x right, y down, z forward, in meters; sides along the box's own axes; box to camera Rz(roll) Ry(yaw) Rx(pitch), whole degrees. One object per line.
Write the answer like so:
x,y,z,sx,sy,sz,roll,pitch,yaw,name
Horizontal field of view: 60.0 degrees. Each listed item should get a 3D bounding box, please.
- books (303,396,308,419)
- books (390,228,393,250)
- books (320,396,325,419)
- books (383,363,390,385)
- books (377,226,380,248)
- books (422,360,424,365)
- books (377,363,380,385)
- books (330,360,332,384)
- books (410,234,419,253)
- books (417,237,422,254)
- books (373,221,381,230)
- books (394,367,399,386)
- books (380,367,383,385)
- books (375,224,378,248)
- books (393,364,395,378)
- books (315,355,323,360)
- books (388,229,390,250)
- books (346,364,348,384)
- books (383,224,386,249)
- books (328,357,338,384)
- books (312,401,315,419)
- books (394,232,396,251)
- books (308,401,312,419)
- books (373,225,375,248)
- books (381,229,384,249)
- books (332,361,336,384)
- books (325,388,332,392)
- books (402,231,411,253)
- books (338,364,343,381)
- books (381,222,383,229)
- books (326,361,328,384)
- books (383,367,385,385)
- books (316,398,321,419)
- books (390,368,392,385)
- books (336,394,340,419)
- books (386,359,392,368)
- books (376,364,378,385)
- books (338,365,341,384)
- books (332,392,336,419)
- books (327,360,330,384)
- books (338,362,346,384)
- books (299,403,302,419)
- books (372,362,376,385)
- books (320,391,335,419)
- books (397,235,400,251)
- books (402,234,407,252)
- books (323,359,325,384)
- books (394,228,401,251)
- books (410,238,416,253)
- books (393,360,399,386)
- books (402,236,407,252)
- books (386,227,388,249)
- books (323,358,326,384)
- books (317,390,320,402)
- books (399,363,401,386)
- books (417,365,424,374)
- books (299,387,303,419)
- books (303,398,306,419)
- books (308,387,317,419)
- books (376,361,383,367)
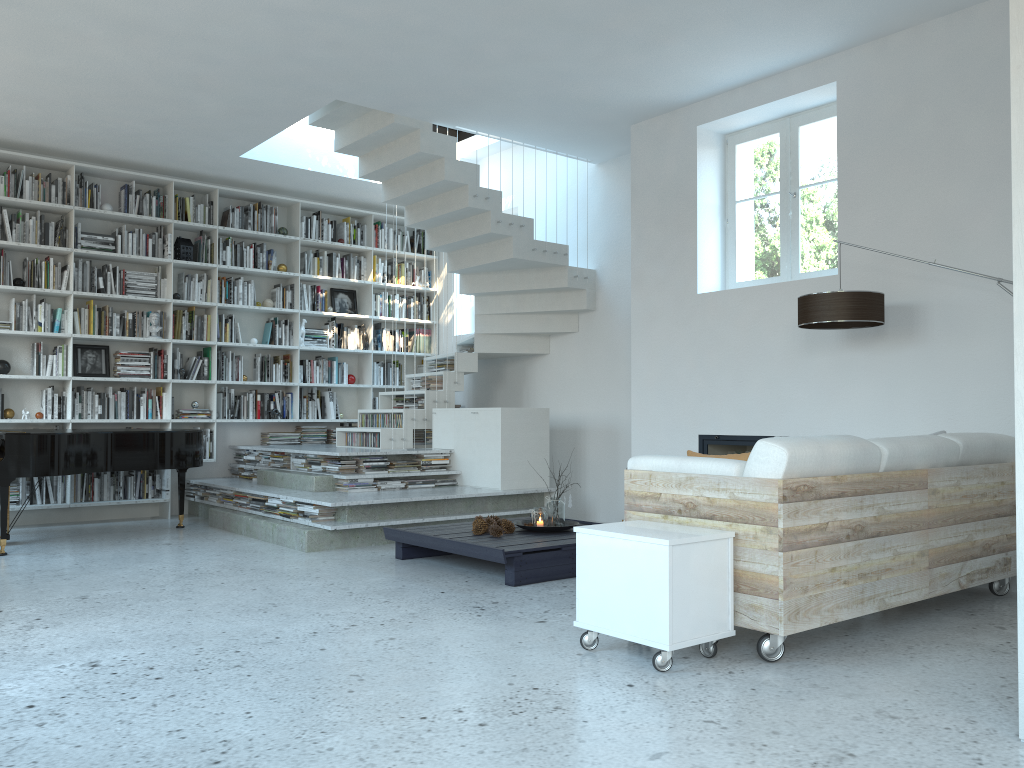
-2.148,0.243,9.158,0.015,0.243,0.156,1,-2,-39,books
-1.382,-1.578,9.826,0.029,0.264,0.179,1,-2,-39,books
-2.013,0.250,9.274,0.031,0.239,0.171,1,-2,-39,books
-1.399,-0.102,9.750,0.027,0.248,0.184,1,-2,-39,books
-1.499,-1.584,9.709,0.012,0.269,0.184,1,-2,-39,books
-0.991,-0.121,10.128,0.013,0.315,0.129,1,-2,-39,books
-1.491,-0.101,9.700,0.022,0.242,0.151,1,-2,-39,books
-1.939,-0.121,9.353,0.012,0.254,0.161,1,-2,-39,books
-1.118,-1.561,10.041,0.068,0.247,0.160,1,-2,-39,books
-1.075,-1.545,10.050,0.012,0.216,0.192,1,-2,-39,books
-1.488,-1.614,9.751,0.014,0.331,0.143,1,-2,-39,books
-1.312,-0.077,9.832,0.021,0.205,0.174,1,-2,-39,books
-1.468,-0.080,9.712,0.029,0.201,0.172,1,-2,-39,books
-1.517,-1.593,9.712,0.013,0.286,0.150,1,-2,-39,books
-1.348,-0.096,9.839,0.027,0.242,0.131,1,-2,-39,books
-2.019,-0.146,9.274,0.013,0.299,0.147,1,-2,-39,books
-1.401,-1.576,9.810,0.022,0.259,0.163,1,-2,-39,books
-1.801,-0.101,9.452,0.027,0.223,0.170,1,-2,-39,books
-1.443,-1.601,9.770,0.012,0.306,0.184,1,-2,-39,books
-1.893,-0.138,9.364,0.026,0.290,0.181,1,-2,-39,books
-2.093,0.274,9.209,0.024,0.185,0.149,1,-2,-39,books
-1.331,-1.562,9.866,0.025,0.237,0.143,1,-2,-39,books
-2.119,0.272,9.197,0.030,0.188,0.140,1,-2,-39,books
-1.552,-1.589,9.687,0.022,0.275,0.160,1,-2,-39,books
-1.465,-1.570,9.750,0.023,0.243,0.182,1,-2,-39,books
-1.910,-0.116,9.345,0.023,0.244,0.189,1,-2,-39,books
-1.934,0.210,9.357,0.012,0.326,0.136,1,-2,-39,books
-1.195,-1.577,9.991,0.069,0.277,0.132,1,-2,-39,books
-1.849,-0.100,9.422,0.037,0.218,0.139,1,-2,-39,books
-1.461,-1.611,9.775,0.012,0.326,0.151,1,-2,-39,books
-1.981,-0.119,9.312,0.026,0.246,0.165,1,-2,-39,books
-1.435,-0.082,9.753,0.025,0.208,0.149,1,-2,-39,books
-2.050,0.259,9.239,0.052,0.217,0.184,1,-2,-39,books
-1.384,-0.077,9.797,0.027,0.201,0.164,1,-2,-39,books
-1.878,0.237,9.386,0.062,0.274,0.148,1,-2,-39,books
-1.368,-0.124,9.811,0.013,0.297,0.141,1,-2,-39,books
-1.513,-0.099,9.681,0.037,0.236,0.153,1,-2,-39,books
-1.866,-0.093,9.389,0.030,0.200,0.189,1,-2,-39,books
-1.906,0.229,9.351,0.025,0.287,0.160,1,-2,-39,books
-1.953,-0.120,9.309,0.014,0.249,0.177,1,-2,-39,books
-1.820,-0.108,9.435,0.025,0.235,0.181,1,-2,-39,books
-2.209,0.257,9.138,0.033,0.213,0.140,1,-2,-39,books
-1.532,-0.108,9.656,0.024,0.252,0.175,1,-2,-39,books
-1.945,0.224,9.275,0.075,0.291,0.255,1,-2,-39,books
-1.302,-1.547,9.894,0.026,0.208,0.163,1,-2,-39,books
-1.223,-1.557,9.972,0.010,0.235,0.131,1,-2,-39,books
-1.999,-0.128,9.268,0.012,0.262,0.186,1,-2,-39,books
-1.285,-1.584,9.917,0.012,0.285,0.159,1,-2,-39,books
-1.143,-1.535,9.999,0.024,0.193,0.186,1,-2,-39,books
-1.305,-0.116,9.849,0.011,0.284,0.161,1,-2,-39,books
-1.241,-1.547,9.941,0.057,0.212,0.163,1,-2,-39,books
-1.423,-1.584,9.798,0.027,0.275,0.148,1,-2,-39,books
-1.994,-0.132,9.298,0.011,0.272,0.152,1,-2,-39,books
-2.040,0.217,9.276,0.010,0.304,0.131,1,-2,-39,books
-1.286,-0.100,9.879,0.012,0.254,0.161,1,-2,-39,books
-1.032,-0.092,10.082,0.012,0.254,0.161,1,-2,-39,books
-2.190,0.201,9.153,0.013,0.327,0.130,1,-2,-39,books
-2.170,0.257,9.155,0.023,0.214,0.163,1,-2,-39,books
-2.076,0.201,9.220,0.014,0.333,0.168,1,-2,-39,books
-1.459,-0.112,9.744,0.024,0.267,0.133,1,-2,-39,books
